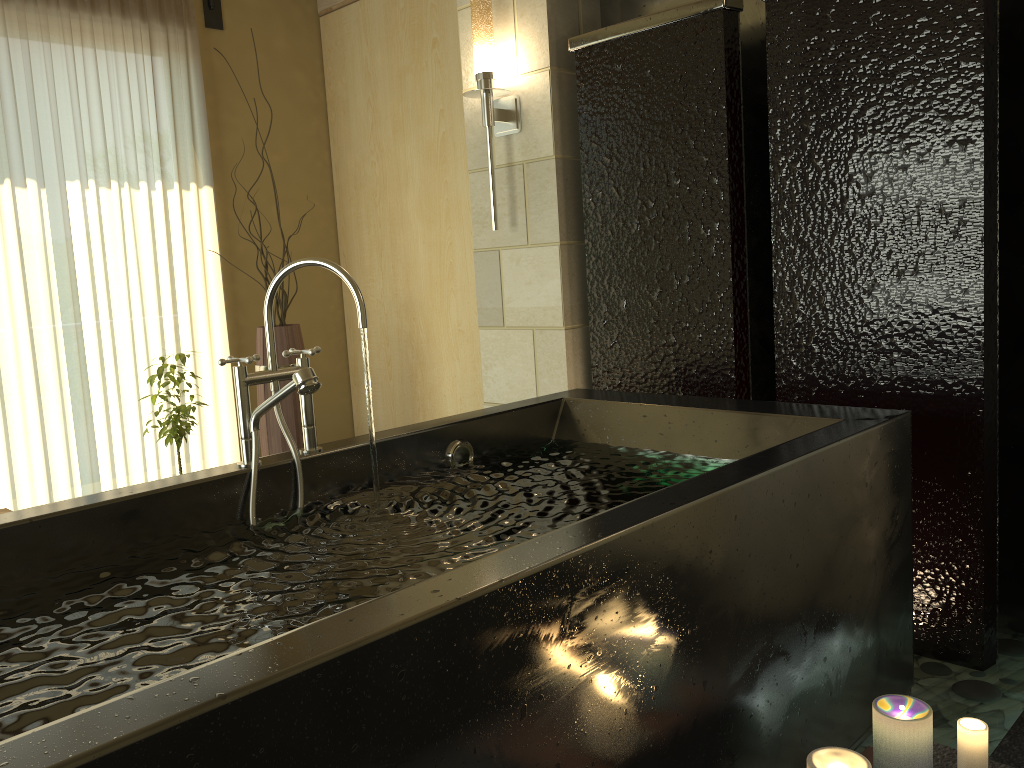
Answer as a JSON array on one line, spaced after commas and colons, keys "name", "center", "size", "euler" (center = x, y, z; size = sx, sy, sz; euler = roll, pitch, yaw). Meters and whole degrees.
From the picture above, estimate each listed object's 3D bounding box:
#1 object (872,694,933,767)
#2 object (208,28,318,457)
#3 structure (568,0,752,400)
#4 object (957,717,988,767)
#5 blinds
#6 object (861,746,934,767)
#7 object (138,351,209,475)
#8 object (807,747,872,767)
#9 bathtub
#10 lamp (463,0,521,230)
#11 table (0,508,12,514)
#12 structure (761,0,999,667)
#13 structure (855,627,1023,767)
[{"name": "object", "center": [0.657, 0.615, 1.491], "size": [0.112, 0.154, 0.112], "euler": [2, 9, 40]}, {"name": "object", "center": [-1.057, -0.356, 3.773], "size": [0.468, 2.176, 0.463], "euler": [-3, 7, 5]}, {"name": "structure", "center": [0.511, -0.190, 3.023], "size": [0.641, 2.064, 0.094], "euler": [3, 9, 45]}, {"name": "object", "center": [0.743, 0.619, 1.430], "size": [0.056, 0.151, 0.056], "euler": [3, 10, 44]}, {"name": "blinds", "center": [-1.968, -0.509, 3.646], "size": [0.064, 2.575, 1.946], "euler": [3, 9, 43]}, {"name": "object", "center": [0.600, 0.724, 1.405], "size": [0.254, 0.031, 0.442], "euler": [4, 11, 44]}, {"name": "object", "center": [-1.300, 0.321, 3.484], "size": [0.242, 0.928, 0.267], "euler": [-4, 7, -7]}, {"name": "object", "center": [0.514, 0.653, 1.392], "size": [0.131, 0.124, 0.131], "euler": [3, 10, 44]}, {"name": "bathtub", "center": [-0.144, 0.307, 1.798], "size": [1.068, 1.160, 2.135], "euler": [3, 10, 44]}, {"name": "lamp", "center": [-0.083, -0.987, 3.254], "size": [0.176, 0.836, 0.188], "euler": [3, 9, 44]}, {"name": "table", "center": [-2.041, 0.739, 2.696], "size": [0.513, 0.399, 1.126], "euler": [4, 10, 44]}, {"name": "structure", "center": [1.027, -0.155, 2.516], "size": [0.641, 2.064, 0.094], "euler": [3, 9, 45]}, {"name": "structure", "center": [0.231, 0.986, 2.171], "size": [1.973, 0.635, 3.805], "euler": [4, 11, 44]}]
